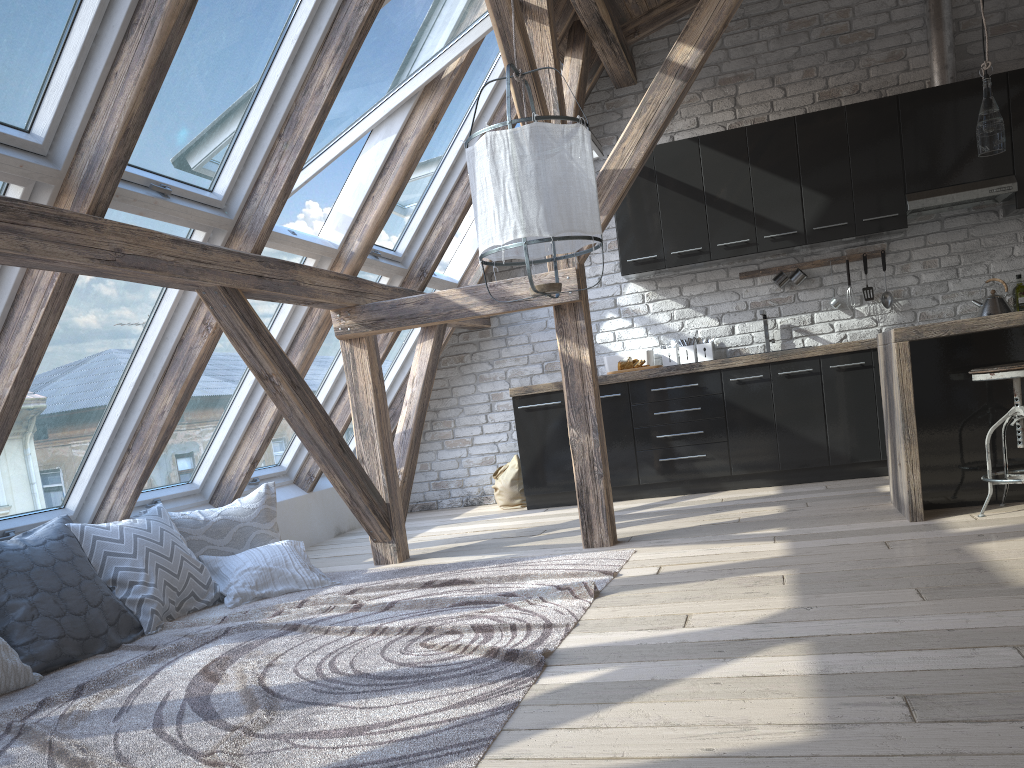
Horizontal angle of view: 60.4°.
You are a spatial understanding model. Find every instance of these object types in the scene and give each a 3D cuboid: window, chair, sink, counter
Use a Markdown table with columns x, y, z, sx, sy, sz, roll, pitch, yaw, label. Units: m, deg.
| x | y | z | sx | sy | sz | roll | pitch | yaw | label |
| --- | --- | --- | --- | --- | --- | --- | --- | --- | --- |
| -0.904 | -1.334 | 3.002 | 1.100 | 1.289 | 0.845 | -7 | 4 | 16 | window |
| 2.173 | 0.230 | 3.758 | 0.349 | 0.642 | 0.354 | -11 | 5 | -40 | chair |
| -0.216 | -1.366 | 5.651 | 1.526 | 1.289 | 0.845 | -7 | 4 | 16 | window |
| -1.701 | -0.016 | 3.407 | 1.100 | 1.289 | 0.845 | -7 | 4 | 16 | window |
| -0.953 | -0.057 | 6.038 | 1.100 | 1.289 | 0.845 | -7 | 4 | 16 | window |
| -1.153 | -1.320 | 2.125 | 1.100 | 1.289 | 0.845 | -7 | 4 | 16 | window |
| -1.451 | -0.029 | 4.284 | 1.100 | 1.289 | 0.845 | -7 | 4 | 16 | window |
| -1.950 | -0.002 | 2.531 | 1.100 | 1.289 | 0.845 | -7 | 4 | 16 | window |
| -0.702 | -1.341 | 3.893 | 1.411 | 1.289 | 0.845 | -7 | 4 | 16 | window |
| -0.406 | -1.361 | 4.756 | 1.100 | 1.289 | 0.845 | -7 | 4 | 16 | window |
| -1.202 | -0.043 | 5.161 | 1.100 | 1.289 | 0.845 | -7 | 4 | 16 | window |
| 1.680 | -0.230 | 5.773 | 0.528 | 0.520 | 0.508 | -7 | 2 | 16 | sink |
| 1.711 | 0.212 | 4.983 | 3.827 | 0.859 | 2.220 | -8 | 0 | 16 | counter |

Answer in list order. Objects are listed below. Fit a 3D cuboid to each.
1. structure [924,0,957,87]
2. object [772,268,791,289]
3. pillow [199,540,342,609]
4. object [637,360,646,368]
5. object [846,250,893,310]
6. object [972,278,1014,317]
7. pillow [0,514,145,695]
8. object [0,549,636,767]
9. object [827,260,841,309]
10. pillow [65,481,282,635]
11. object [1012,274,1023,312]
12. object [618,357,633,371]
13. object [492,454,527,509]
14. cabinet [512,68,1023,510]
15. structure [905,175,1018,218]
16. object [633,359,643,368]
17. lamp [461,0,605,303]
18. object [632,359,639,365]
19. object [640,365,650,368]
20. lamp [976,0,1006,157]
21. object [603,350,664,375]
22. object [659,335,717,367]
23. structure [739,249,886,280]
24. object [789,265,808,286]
| x | y | z | sx | sy | sz | roll | pitch | yaw | label |
| --- | --- | --- | --- | --- | --- | --- | --- | --- | --- |
| 3.006 | -2.501 | 5.298 | 0.986 | 1.297 | 0.167 | -7 | 6 | 16 | structure |
| 1.811 | -0.711 | 5.916 | 0.118 | 0.140 | 0.092 | -7 | 4 | 18 | object |
| -1.166 | 0.900 | 4.212 | 0.532 | 0.244 | 0.477 | -7 | 0 | -32 | pillow |
| 0.863 | -0.133 | 5.894 | 0.073 | 0.055 | 0.082 | -8 | 1 | -8 | object |
| 2.327 | -0.666 | 5.749 | 0.283 | 0.385 | 0.068 | -6 | 6 | 17 | object |
| 2.920 | -0.521 | 5.335 | 0.222 | 0.237 | 0.220 | -7 | 3 | 6 | object |
| -1.869 | 0.800 | 3.121 | 0.469 | 0.567 | 1.260 | -7 | 0 | 17 | pillow |
| -0.911 | 0.909 | 2.884 | 2.196 | 0.057 | 3.157 | -8 | -1 | 16 | object |
| 2.131 | -0.661 | 5.838 | 0.071 | 0.329 | 0.065 | -6 | 6 | 16 | object |
| -1.526 | 0.806 | 4.159 | 0.503 | 0.538 | 1.143 | -6 | 0 | 21 | pillow |
| 3.213 | -0.549 | 5.536 | 0.090 | 0.285 | 0.080 | -6 | 5 | 11 | object |
| 0.754 | -0.135 | 5.881 | 0.090 | 0.088 | 0.086 | -8 | 2 | -7 | object |
| -0.014 | 0.704 | 6.429 | 0.395 | 0.393 | 0.333 | -5 | 3 | 42 | object |
| 1.816 | -0.642 | 4.907 | 4.231 | 2.532 | 2.068 | -7 | 3 | 16 | cabinet |
| 2.751 | -1.157 | 5.459 | 0.602 | 0.104 | 0.365 | -8 | -1 | 16 | structure |
| 0.838 | -0.132 | 5.880 | 0.072 | 0.058 | 0.083 | -8 | 1 | -8 | object |
| -0.008 | -1.228 | 2.763 | 0.403 | 1.913 | 0.400 | -11 | 7 | -33 | lamp |
| 0.826 | -0.133 | 5.937 | 0.074 | 0.068 | 0.079 | -8 | 2 | -12 | object |
| 0.893 | -0.117 | 5.906 | 0.068 | 0.017 | 0.077 | -7 | -1 | -6 | object |
| 1.937 | -1.619 | 3.615 | 0.109 | 1.301 | 0.221 | -6 | 6 | 18 | lamp |
| 0.828 | -0.149 | 6.039 | 0.382 | 0.135 | 0.586 | -8 | -1 | 4 | object |
| 1.224 | -0.233 | 6.115 | 0.406 | 0.203 | 0.145 | -7 | 3 | 18 | object |
| 1.994 | -0.798 | 5.867 | 0.936 | 0.046 | 0.080 | -8 | 0 | 16 | structure |
| 1.913 | -0.725 | 5.877 | 0.118 | 0.140 | 0.092 | -6 | 4 | 33 | object |
